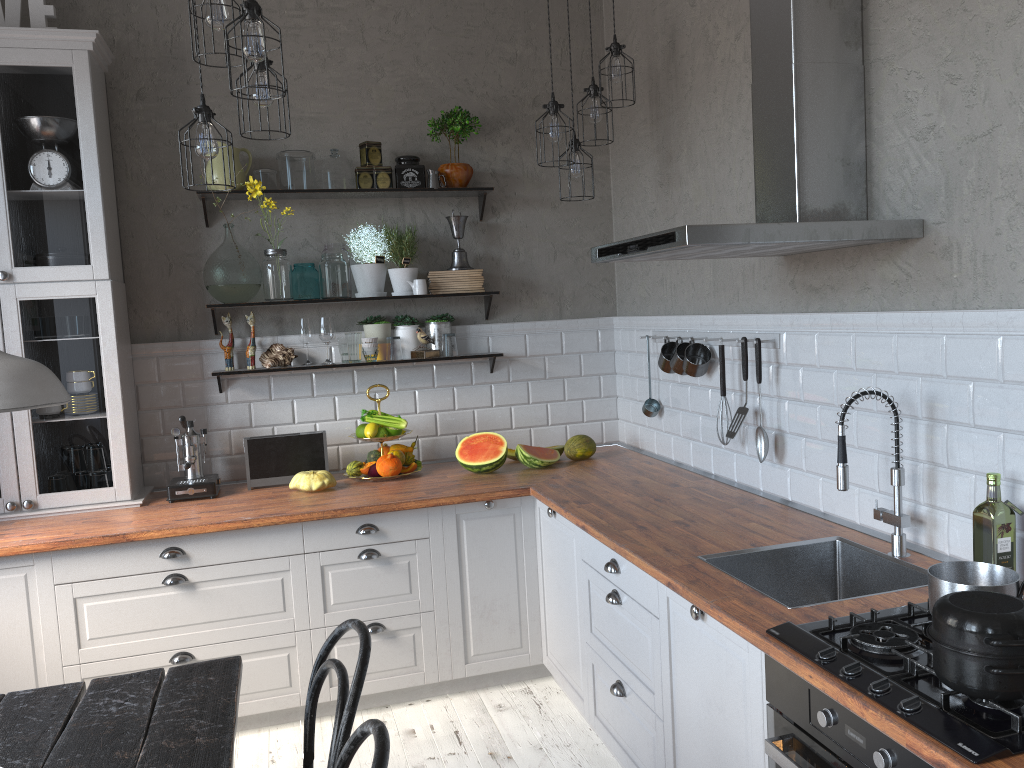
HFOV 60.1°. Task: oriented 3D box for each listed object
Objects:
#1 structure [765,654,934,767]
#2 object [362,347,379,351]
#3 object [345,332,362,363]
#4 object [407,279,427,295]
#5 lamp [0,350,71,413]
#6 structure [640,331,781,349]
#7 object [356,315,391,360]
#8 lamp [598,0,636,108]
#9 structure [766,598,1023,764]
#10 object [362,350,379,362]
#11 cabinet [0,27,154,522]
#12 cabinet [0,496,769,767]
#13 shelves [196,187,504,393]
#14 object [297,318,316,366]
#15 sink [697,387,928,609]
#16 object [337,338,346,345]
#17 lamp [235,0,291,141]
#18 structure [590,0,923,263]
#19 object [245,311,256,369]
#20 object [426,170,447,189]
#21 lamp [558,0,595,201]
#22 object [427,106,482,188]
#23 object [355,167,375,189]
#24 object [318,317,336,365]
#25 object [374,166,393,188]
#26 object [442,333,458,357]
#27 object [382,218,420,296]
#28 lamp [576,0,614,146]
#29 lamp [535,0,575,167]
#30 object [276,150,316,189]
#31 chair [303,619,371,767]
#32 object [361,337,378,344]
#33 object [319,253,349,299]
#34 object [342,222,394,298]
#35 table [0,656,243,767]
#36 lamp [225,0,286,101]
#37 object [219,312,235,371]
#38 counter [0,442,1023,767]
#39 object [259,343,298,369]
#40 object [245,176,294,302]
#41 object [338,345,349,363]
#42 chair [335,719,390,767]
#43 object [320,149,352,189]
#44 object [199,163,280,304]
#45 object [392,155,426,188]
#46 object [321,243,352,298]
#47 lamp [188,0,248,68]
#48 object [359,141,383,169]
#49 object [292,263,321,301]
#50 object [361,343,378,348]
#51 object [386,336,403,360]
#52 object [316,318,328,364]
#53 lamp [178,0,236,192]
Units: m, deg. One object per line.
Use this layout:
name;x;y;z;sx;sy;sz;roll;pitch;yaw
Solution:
structure;0.908;0.883;1.729;0.625;0.623;0.615;-4;5;-16
object;-0.653;-0.145;4.087;0.078;0.051;0.076;-5;5;-23
object;-0.731;-0.169;4.107;0.080;0.139;0.077;-8;7;-43
object;-0.431;-0.452;4.141;0.105;0.071;0.063;-2;5;14
lamp;-1.031;-0.873;1.457;0.382;1.859;0.377;-4;5;-8
structure;0.759;-0.182;3.589;0.095;0.053;1.073;-4;5;-15
object;-0.654;-0.222;4.212;0.160;0.217;0.153;-7;6;-36
lamp;0.394;-2.032;3.628;0.150;1.735;0.143;-8;7;-44
structure;0.861;0.522;1.695;0.502;0.031;0.598;-4;5;-15
object;-0.652;-0.128;4.089;0.078;0.051;0.076;-5;5;-23
cabinet;-2.037;-0.407;3.601;0.890;1.921;0.383;-5;5;-16
cabinet;-0.076;0.915;2.931;4.118;0.854;2.024;0;5;30
shelves;-0.724;-0.429;4.141;1.332;0.923;0.226;-5;5;-17
object;-0.951;-0.196;4.101;0.083;0.217;0.080;-6;6;-30
sink;0.830;0.378;2.344;0.534;0.720;0.480;-5;5;-16
object;-0.780;-0.177;4.169;0.078;0.083;0.078;-3;5;2
lamp;-0.814;-1.633;2.678;0.149;1.735;0.144;-6;6;-29
structure;0.648;-1.189;2.595;0.721;1.596;0.703;-5;5;-16
object;-1.179;-0.197;4.015;0.052;0.264;0.062;-1;5;21
object;-0.355;-0.953;4.138;0.094;0.096;0.074;-4;5;-15
lamp;0.227;-1.644;3.670;0.150;1.735;0.143;-8;7;-44
object;-0.259;-1.115;4.209;0.259;0.397;0.242;-2;5;9
object;-0.680;-0.941;4.094;0.084;0.113;0.082;-5;5;-16
object;-0.840;-0.197;4.037;0.083;0.217;0.080;-6;6;-30
object;-0.595;-0.947;4.115;0.083;0.113;0.082;-4;5;-6
object;-0.298;-0.186;4.222;0.079;0.108;0.076;-5;5;-22
object;-0.520;-0.604;4.169;0.166;0.380;0.188;0;6;35
lamp;0.318;-1.912;3.789;0.144;1.735;0.149;-1;5;26
lamp;0.130;-1.748;3.495;0.145;1.735;0.148;-2;5;16
object;-0.974;-0.954;4.010;0.169;0.184;0.174;-1;5;23
chair;-0.544;1.001;1.855;0.556;0.921;0.432;-5;5;-18
object;-0.655;-0.188;4.084;0.078;0.051;0.076;-6;5;-30
object;-0.815;-0.490;4.048;0.124;0.206;0.125;-3;5;7
object;-0.661;-0.585;4.181;0.244;0.354;0.234;-3;5;2
table;-0.871;1.159;1.282;0.915;0.735;1.897;-4;5;-15
lamp;-0.749;-1.662;2.371;0.144;1.735;0.149;0;6;31
object;-1.285;-0.191;4.000;0.054;0.264;0.060;-8;7;-44
counter;-0.499;0.550;2.625;3.198;0.039;3.350;-4;5;-16
object;-1.069;-0.129;4.028;0.180;0.111;0.094;-7;6;-38
object;-1.067;-0.635;3.905;0.194;0.540;0.276;-5;5;-23
object;-0.778;-0.144;4.172;0.078;0.083;0.078;-3;5;2
chair;-0.439;1.034;1.389;0.553;0.921;0.435;-4;5;-8
object;-0.825;-0.991;4.151;0.137;0.220;0.142;0;6;34
object;-1.251;-0.693;3.891;0.331;0.674;0.341;1;7;43
object;-0.490;-0.990;4.196;0.143;0.174;0.140;-4;5;-16
object;-0.832;-0.531;4.196;0.132;0.264;0.130;-4;5;-10
lamp;-0.889;-1.795;2.484;0.149;1.735;0.144;-6;6;-29
object;-0.651;-1.054;4.082;0.084;0.113;0.081;-7;6;-36
object;-0.956;-0.471;4.099;0.127;0.172;0.125;-4;5;-12
object;-0.654;-0.162;4.086;0.077;0.051;0.077;-3;5;3
object;-0.556;-0.169;4.172;0.079;0.108;0.076;-5;5;-22
object;-0.866;-0.202;4.122;0.083;0.217;0.080;-6;6;-30
lamp;-0.975;-1.462;2.645;0.143;1.735;0.150;1;6;41
